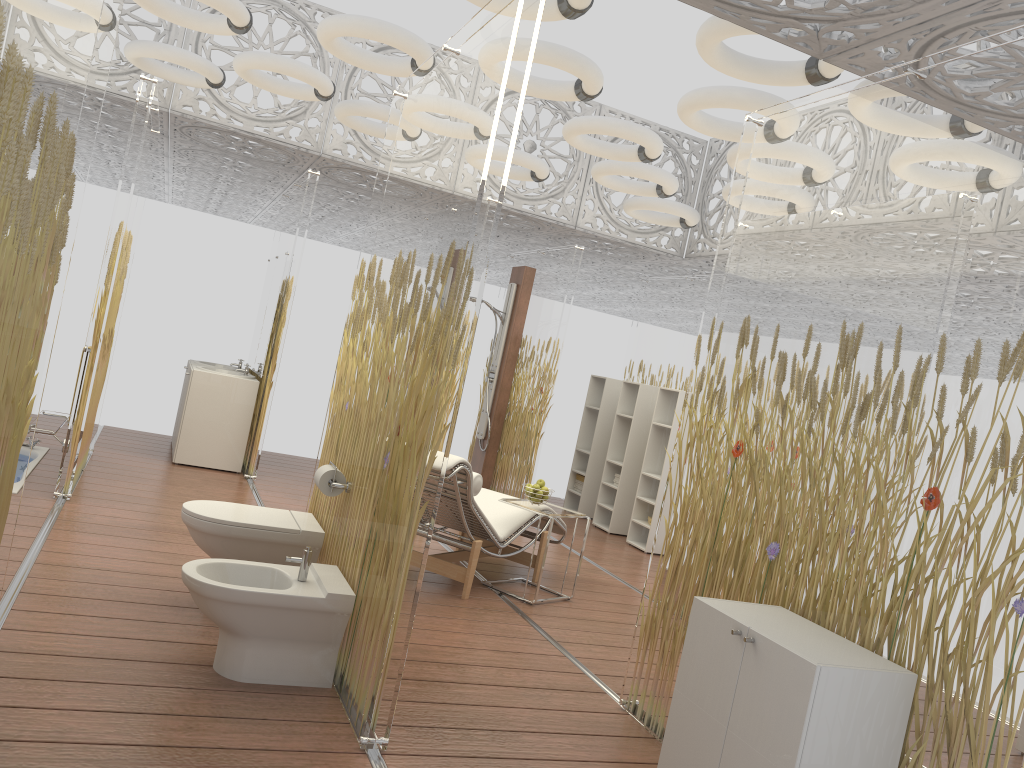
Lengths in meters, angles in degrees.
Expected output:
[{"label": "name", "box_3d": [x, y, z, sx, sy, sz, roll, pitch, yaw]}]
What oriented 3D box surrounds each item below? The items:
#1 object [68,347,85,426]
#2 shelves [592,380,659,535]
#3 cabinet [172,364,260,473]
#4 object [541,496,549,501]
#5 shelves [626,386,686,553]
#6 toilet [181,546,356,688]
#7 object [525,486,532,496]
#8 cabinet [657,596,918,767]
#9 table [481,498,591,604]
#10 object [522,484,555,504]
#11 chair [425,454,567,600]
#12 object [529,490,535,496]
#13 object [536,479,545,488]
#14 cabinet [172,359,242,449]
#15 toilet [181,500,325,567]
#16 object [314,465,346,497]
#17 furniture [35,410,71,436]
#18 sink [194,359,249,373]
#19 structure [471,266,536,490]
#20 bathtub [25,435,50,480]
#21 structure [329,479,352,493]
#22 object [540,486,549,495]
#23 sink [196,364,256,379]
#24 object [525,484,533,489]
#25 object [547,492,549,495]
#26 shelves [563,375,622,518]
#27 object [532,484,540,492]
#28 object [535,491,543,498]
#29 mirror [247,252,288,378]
[{"label": "object", "box_3d": [-3.154, 0.044, 6.460, 0.042, 0.656, 0.283, 12, 1, -22]}, {"label": "shelves", "box_3d": [1.167, 0.723, 8.691, 0.344, 1.460, 0.366, 12, 1, -22]}, {"label": "cabinet", "box_3d": [-2.572, 0.285, 7.675, 0.549, 0.782, 0.643, 12, 1, -22]}, {"label": "object", "box_3d": [0.203, 0.699, 5.457, 0.045, 0.042, 0.045, 12, 1, -27]}, {"label": "shelves", "box_3d": [1.420, 0.784, 8.037, 0.344, 1.460, 0.366, 12, 1, -22]}, {"label": "toilet", "box_3d": [-0.960, 0.850, 3.373, 0.611, 0.506, 0.401, 12, 1, -22]}, {"label": "object", "box_3d": [0.108, 0.661, 5.458, 0.058, 0.058, 0.058, 12, 1, 35]}, {"label": "cabinet", "box_3d": [0.785, 1.096, 2.677, 0.358, 0.712, 0.595, 12, 1, -22]}, {"label": "table", "box_3d": [0.151, 1.021, 5.482, 0.420, 0.535, 0.420, 13, 1, 38]}, {"label": "object", "box_3d": [0.152, 0.690, 5.468, 0.206, 0.105, 0.206, 12, 1, 23]}, {"label": "chair", "box_3d": [-0.236, 0.810, 5.591, 0.635, 0.811, 1.787, 12, 1, 28]}, {"label": "object", "box_3d": [0.123, 0.666, 5.419, 0.040, 0.040, 0.039, 12, 1, -30]}, {"label": "object", "box_3d": [0.177, 0.614, 5.464, 0.055, 0.056, 0.055, 12, 1, -22]}, {"label": "cabinet", "box_3d": [-2.831, 0.222, 8.342, 0.549, 0.782, 0.643, 12, 1, -22]}, {"label": "toilet", "box_3d": [-1.238, 0.810, 4.076, 0.611, 0.437, 0.401, 12, 1, -22]}, {"label": "object", "box_3d": [-0.784, 0.415, 3.821, 0.115, 0.115, 0.131, 12, 1, -22]}, {"label": "furniture", "box_3d": [-2.995, 0.245, 5.726, 0.178, 0.014, 0.977, 12, 1, -22]}, {"label": "sink", "box_3d": [-2.740, -0.135, 8.346, 0.499, 0.266, 0.573, 12, 1, -25]}, {"label": "structure", "box_3d": [-0.274, -0.053, 9.004, 0.624, 2.402, 0.433, 12, 1, -35]}, {"label": "bathtub", "box_3d": [-3.600, 0.615, 5.918, 0.700, 0.582, 1.700, 12, 1, -22]}, {"label": "structure", "box_3d": [-0.752, 0.423, 3.813, 0.080, 0.047, 0.215, 12, 1, -22]}, {"label": "object", "box_3d": [0.199, 0.656, 5.443, 0.050, 0.054, 0.055, 13, 1, 38]}, {"label": "sink", "box_3d": [-2.481, -0.072, 7.679, 0.499, 0.266, 0.573, 12, 1, -19]}, {"label": "object", "box_3d": [0.106, 0.642, 5.501, 0.047, 0.048, 0.047, 12, 1, 31]}, {"label": "object", "box_3d": [0.204, 0.669, 5.498, 0.055, 0.048, 0.054, 12, 1, -28]}, {"label": "shelves", "box_3d": [0.913, 0.661, 9.344, 0.344, 1.460, 0.366, 12, 1, -22]}, {"label": "object", "box_3d": [0.147, 0.633, 5.408, 0.047, 0.045, 0.047, 12, 1, -21]}, {"label": "object", "box_3d": [0.166, 0.672, 5.410, 0.047, 0.045, 0.047, 12, 1, -18]}, {"label": "mirror", "box_3d": [-2.248, -0.643, 8.098, 0.009, 1.081, 1.422, 12, 1, -22]}]
